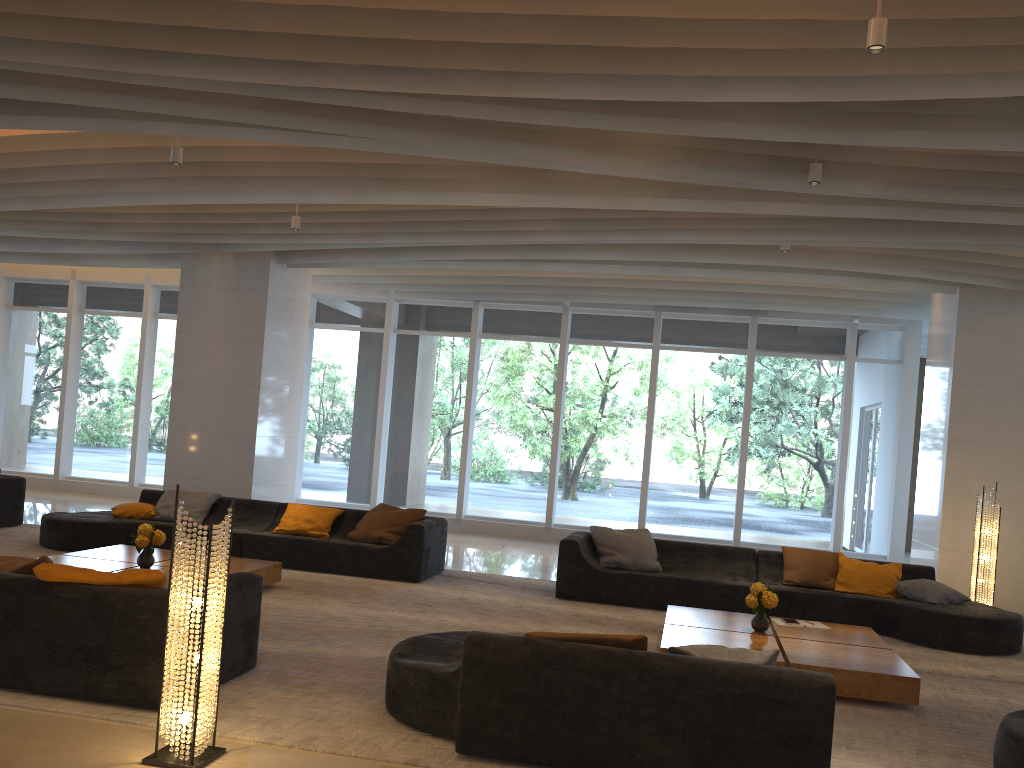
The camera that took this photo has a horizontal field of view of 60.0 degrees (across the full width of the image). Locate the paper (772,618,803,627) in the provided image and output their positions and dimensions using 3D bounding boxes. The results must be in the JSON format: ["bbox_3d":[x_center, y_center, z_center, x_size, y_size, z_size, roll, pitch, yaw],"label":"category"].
[{"bbox_3d":[2.166,1.874,6.971,0.185,0.001,0.257,4,-3,3],"label":"paper"}]

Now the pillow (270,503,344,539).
[{"bbox_3d":[-2.164,1.476,9.336,0.633,0.394,0.453,4,-2,10],"label":"pillow"}]

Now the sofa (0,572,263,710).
[{"bbox_3d":[-3.416,1.245,5.131,3.750,0.582,0.949,4,-3,10],"label":"sofa"}]

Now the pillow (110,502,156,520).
[{"bbox_3d":[-4.084,1.371,9.560,0.455,0.192,0.578,6,-3,-24],"label":"pillow"}]

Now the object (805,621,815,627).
[{"bbox_3d":[2.317,1.878,6.966,0.106,0.014,0.180,5,-3,-7],"label":"object"}]

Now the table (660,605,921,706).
[{"bbox_3d":[1.898,1.931,6.400,1.589,0.220,1.614,4,-3,11],"label":"table"}]

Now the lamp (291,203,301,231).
[{"bbox_3d":[-2.224,-2.377,9.358,0.089,1.505,0.089,5,0,2],"label":"lamp"}]

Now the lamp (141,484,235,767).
[{"bbox_3d":[-1.384,1.040,3.882,0.248,1.197,0.252,5,0,11],"label":"lamp"}]

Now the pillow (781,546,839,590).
[{"bbox_3d":[2.885,1.784,8.513,0.572,0.374,0.373,4,-2,9],"label":"pillow"}]

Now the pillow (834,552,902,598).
[{"bbox_3d":[3.363,1.829,8.370,0.600,0.402,0.481,4,-2,18],"label":"pillow"}]

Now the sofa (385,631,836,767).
[{"bbox_3d":[0.421,1.529,4.644,2.237,0.576,1.366,4,-3,10],"label":"sofa"}]

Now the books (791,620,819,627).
[{"bbox_3d":[2.264,1.876,6.958,0.213,0.011,0.180,5,-3,-8],"label":"books"}]

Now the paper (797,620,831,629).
[{"bbox_3d":[2.371,1.890,6.967,0.186,0.001,0.256,5,-3,-2],"label":"paper"}]

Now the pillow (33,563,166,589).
[{"bbox_3d":[-2.167,1.133,4.778,0.643,0.377,0.544,5,-2,-11],"label":"pillow"}]

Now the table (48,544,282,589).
[{"bbox_3d":[-3.000,1.586,7.255,1.589,0.220,1.614,4,-3,11],"label":"table"}]

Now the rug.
[{"bbox_3d":[-3.325,1.676,7.311,16.105,0.022,5.558,4,-3,10],"label":"rug"}]

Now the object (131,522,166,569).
[{"bbox_3d":[-2.910,1.284,7.086,0.261,0.377,0.240,4,-1,33],"label":"object"}]

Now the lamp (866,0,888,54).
[{"bbox_3d":[1.802,-2.349,4.246,0.091,1.505,0.087,5,0,-34],"label":"lamp"}]

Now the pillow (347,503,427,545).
[{"bbox_3d":[-1.308,1.462,9.272,0.627,0.377,0.557,3,-3,33],"label":"pillow"}]

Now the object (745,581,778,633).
[{"bbox_3d":[1.832,1.633,6.517,0.234,0.376,0.268,4,-1,13],"label":"object"}]

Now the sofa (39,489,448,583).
[{"bbox_3d":[-2.818,1.531,9.221,4.118,0.582,1.361,4,-3,9],"label":"sofa"}]

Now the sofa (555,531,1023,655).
[{"bbox_3d":[2.517,1.915,8.431,4.137,0.582,1.354,4,-3,17],"label":"sofa"}]

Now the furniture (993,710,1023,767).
[{"bbox_3d":[2.747,1.790,4.044,0.971,0.364,0.997,4,-3,20],"label":"furniture"}]

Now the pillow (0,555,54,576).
[{"bbox_3d":[-2.782,1.114,4.959,0.596,0.409,0.448,4,-2,13],"label":"pillow"}]

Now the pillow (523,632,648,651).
[{"bbox_3d":[0.381,1.346,4.315,0.599,0.391,0.401,4,-2,13],"label":"pillow"}]

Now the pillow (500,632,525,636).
[{"bbox_3d":[0.080,1.373,4.548,0.480,0.246,0.420,7,-4,-44],"label":"pillow"}]

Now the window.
[{"bbox_3d":[-4.295,0.013,11.831,55.262,3.218,21.852,6,-4,-24],"label":"window"}]

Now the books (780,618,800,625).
[{"bbox_3d":[2.187,1.867,6.975,0.111,0.011,0.182,4,-3,2],"label":"books"}]

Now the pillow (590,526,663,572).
[{"bbox_3d":[1.133,1.634,8.846,0.643,0.377,0.544,5,-2,-11],"label":"pillow"}]

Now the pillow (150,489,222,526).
[{"bbox_3d":[-3.549,1.360,9.576,0.660,0.416,0.465,4,-2,11],"label":"pillow"}]

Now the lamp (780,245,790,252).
[{"bbox_3d":[2.691,-2.028,8.545,0.091,1.505,0.087,5,0,-34],"label":"lamp"}]

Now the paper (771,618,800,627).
[{"bbox_3d":[2.161,1.874,6.968,0.196,0.001,0.263,4,-3,2],"label":"paper"}]

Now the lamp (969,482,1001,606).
[{"bbox_3d":[4.775,1.703,8.951,0.248,1.450,0.252,5,0,11],"label":"lamp"}]

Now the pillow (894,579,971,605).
[{"bbox_3d":[3.860,1.918,8.144,0.596,0.209,0.432,6,-3,-29],"label":"pillow"}]

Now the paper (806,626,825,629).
[{"bbox_3d":[2.371,1.890,6.967,0.190,0.001,0.260,5,-3,-2],"label":"paper"}]

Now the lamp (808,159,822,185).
[{"bbox_3d":[2.235,-2.190,6.380,0.091,1.505,0.087,5,0,-34],"label":"lamp"}]

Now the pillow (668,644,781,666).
[{"bbox_3d":[1.028,1.392,4.312,0.560,0.344,0.460,4,-2,9],"label":"pillow"}]

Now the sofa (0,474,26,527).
[{"bbox_3d":[-7.588,1.205,10.227,3.750,0.582,0.949,4,-3,10],"label":"sofa"}]

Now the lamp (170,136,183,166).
[{"bbox_3d":[-2.671,-2.537,7.210,0.090,1.505,0.088,5,0,-16],"label":"lamp"}]
